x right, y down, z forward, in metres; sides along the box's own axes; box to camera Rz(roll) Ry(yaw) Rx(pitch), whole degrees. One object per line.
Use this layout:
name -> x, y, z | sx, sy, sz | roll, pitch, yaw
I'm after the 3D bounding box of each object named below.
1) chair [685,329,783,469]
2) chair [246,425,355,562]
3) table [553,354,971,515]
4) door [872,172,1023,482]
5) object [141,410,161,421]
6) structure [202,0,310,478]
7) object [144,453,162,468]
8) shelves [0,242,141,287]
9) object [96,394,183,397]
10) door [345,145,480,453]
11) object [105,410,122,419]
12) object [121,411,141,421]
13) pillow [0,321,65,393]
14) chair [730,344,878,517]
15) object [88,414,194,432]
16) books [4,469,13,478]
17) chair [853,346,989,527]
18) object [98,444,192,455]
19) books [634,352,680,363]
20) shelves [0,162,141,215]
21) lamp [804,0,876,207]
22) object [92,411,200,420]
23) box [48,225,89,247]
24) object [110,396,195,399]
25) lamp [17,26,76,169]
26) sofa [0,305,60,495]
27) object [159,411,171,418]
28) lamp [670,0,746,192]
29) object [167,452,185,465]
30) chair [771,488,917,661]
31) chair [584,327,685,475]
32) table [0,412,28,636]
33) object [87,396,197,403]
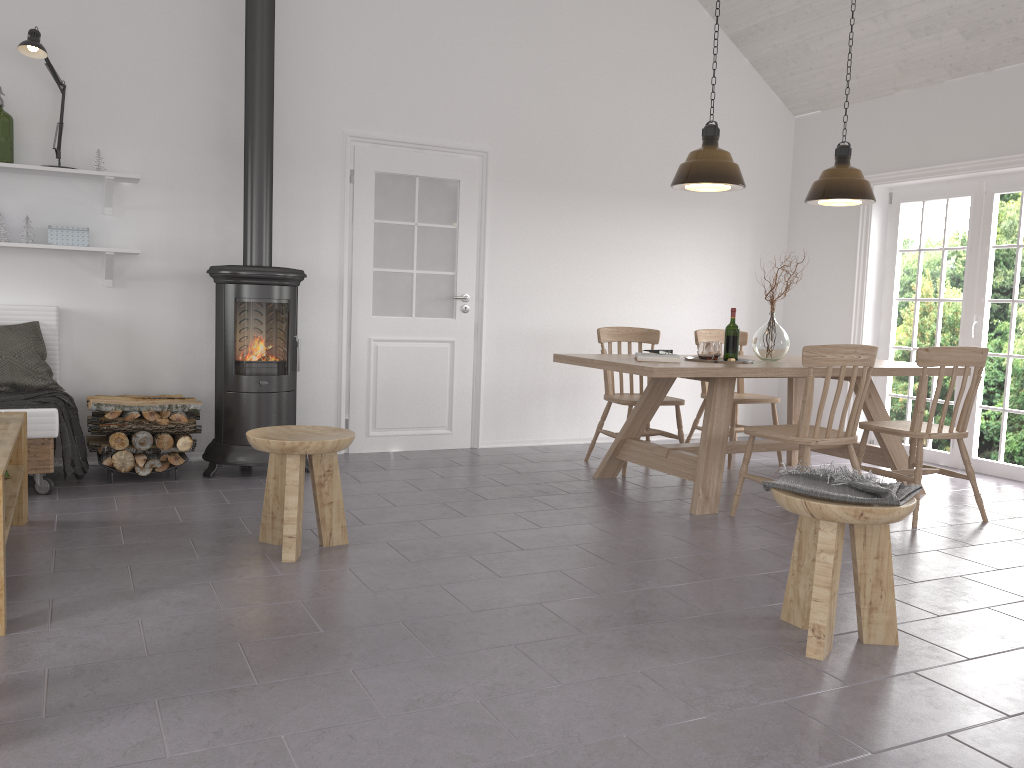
chair -> 1.534, 0.084, 6.103 | 0.506, 0.902, 0.519 | 0, 6, -26
chair -> -0.863, 0.436, 3.618 | 0.431, 0.479, 0.431 | -1, 6, -30
table -> 1.479, 0.236, 5.269 | 2.300, 0.749, 1.001 | 0, 6, -26
door -> 3.146, -0.394, 6.070 | 0.115, 2.024, 1.571 | 0, 6, -26
object -> -2.031, 0.146, 4.947 | 0.096, 0.068, 0.467 | -1, 6, -27
structure -> -1.456, -1.928, 5.013 | 0.626, 4.887, 0.643 | 6, 7, 39
object -> -2.034, 0.390, 4.974 | 0.097, 0.056, 0.562 | -1, 6, -27
shelves -> -2.948, -0.649, 4.672 | 1.820, 0.212, 0.269 | 0, 6, -26
object -> -2.118, 0.090, 5.061 | 0.467, 0.063, 0.095 | -1, 6, -27
door -> -0.662, -0.536, 5.976 | 0.902, 2.013, 0.101 | 0, 6, -26
object -> -2.184, 0.147, 4.865 | 0.098, 0.061, 0.467 | 0, 6, -25
object -> -2.111, 0.148, 4.908 | 0.098, 0.060, 0.467 | 0, 6, -23
pillow -> -2.664, -0.134, 4.621 | 0.334, 0.395, 0.519 | 7, 7, 41
chair -> 1.440, 0.243, 4.327 | 0.506, 0.902, 0.519 | 0, 6, -26
object -> -2.042, 0.210, 4.890 | 0.538, 0.082, 0.099 | -1, 6, -27
books -> -2.180, 0.342, 3.342 | 0.301, 0.079, 0.445 | 3, 5, 14
chair -> 2.150, 0.237, 4.679 | 0.506, 0.902, 0.519 | 0, 6, -21
object -> -2.001, 0.354, 4.844 | 0.468, 0.069, 0.095 | -1, 6, -27
books -> 0.793, -0.147, 4.858 | 0.231, 0.040, 0.342 | 3, 5, 5
shelves -> -2.932, -1.058, 4.634 | 1.820, 0.212, 0.269 | 0, 6, -26
lamp -> 2.018, -1.979, 5.292 | 0.410, 1.796, 0.410 | 3, 5, 8
object -> -2.059, 0.176, 5.000 | 0.562, 0.057, 0.097 | -1, 6, -27
box -> -2.455, -0.813, 4.912 | 0.202, 0.110, 0.137 | 0, 6, -26
object -> -2.073, 0.098, 4.989 | 0.541, 0.070, 0.101 | 0, 6, -26
lamp -> -2.455, -1.503, 4.711 | 0.196, 0.703, 0.439 | 2, 5, -6
sofa -> -2.859, 0.166, 3.362 | 2.017, 0.932, 2.855 | 0, 6, -26
object -> -1.960, 0.148, 4.969 | 0.044, 0.034, 0.425 | -1, 6, -27
lamp -> 1.133, -2.323, 4.815 | 0.410, 2.502, 0.410 | 0, 6, -21
object -> -1.927, 0.397, 5.027 | 0.096, 0.060, 0.467 | 0, 6, -26
chair -> 1.030, 0.579, 2.816 | 0.431, 0.479, 0.431 | 1, 5, -10
chair -> 0.825, 0.090, 5.751 | 0.506, 0.902, 0.519 | 0, 6, -21
table -> -2.077, 0.434, 3.113 | 0.607, 0.485, 1.457 | 0, 6, -26
object -> -2.035, 0.104, 4.892 | 0.562, 0.074, 0.095 | 0, 6, -26
